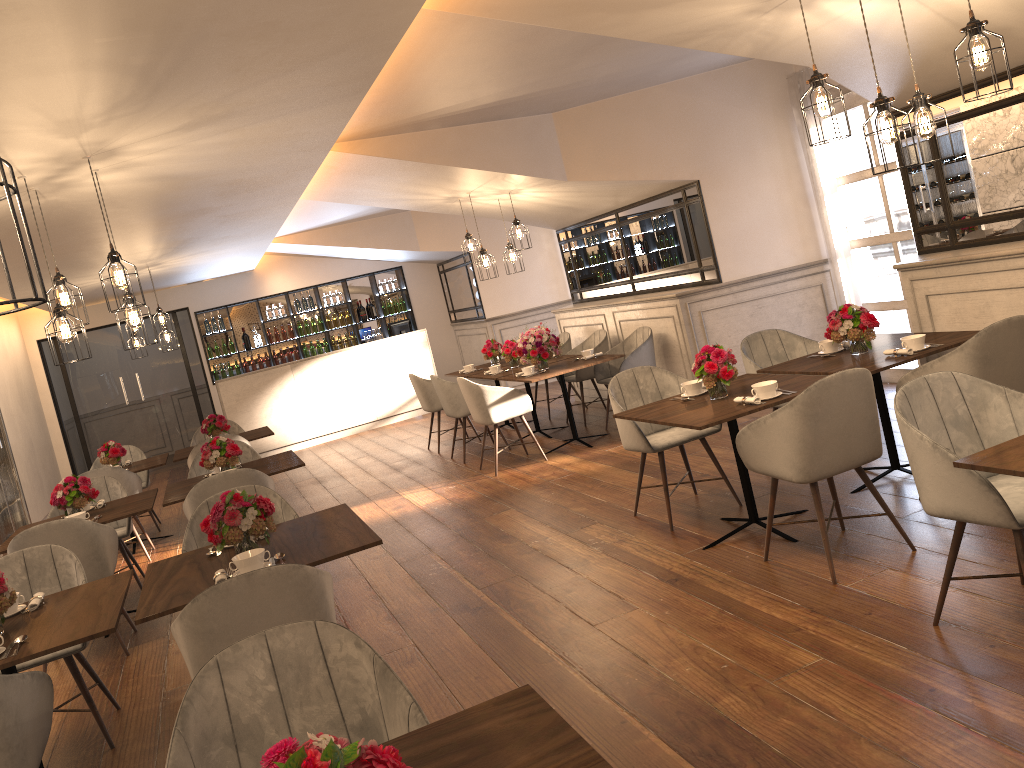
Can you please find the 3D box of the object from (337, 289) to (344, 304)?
[{"bbox_3d":[-2.758,-1.408,14.203,0.070,0.235,0.041,-15,3,-20],"label":"object"}]

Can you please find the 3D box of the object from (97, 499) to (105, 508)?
[{"bbox_3d":[-2.814,0.820,6.061,0.056,0.039,0.175,-15,6,-19],"label":"object"}]

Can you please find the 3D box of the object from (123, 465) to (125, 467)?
[{"bbox_3d":[-3.676,0.765,8.395,0.025,0.024,0.192,-15,7,-19],"label":"object"}]

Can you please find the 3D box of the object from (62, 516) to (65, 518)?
[{"bbox_3d":[-3.012,0.890,5.968,0.043,0.015,0.197,-16,7,-22],"label":"object"}]

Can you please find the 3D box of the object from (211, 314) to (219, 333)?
[{"bbox_3d":[-4.562,-0.938,13.549,0.075,0.309,0.075,-12,4,24],"label":"object"}]

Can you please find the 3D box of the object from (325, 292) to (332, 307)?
[{"bbox_3d":[-2.941,-1.356,14.136,0.070,0.235,0.041,-15,3,-20],"label":"object"}]

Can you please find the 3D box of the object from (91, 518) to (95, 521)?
[{"bbox_3d":[-2.615,0.853,5.513,0.022,0.004,0.211,-16,7,-18],"label":"object"}]

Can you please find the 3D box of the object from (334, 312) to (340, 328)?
[{"bbox_3d":[-2.818,-1.026,14.203,0.066,0.260,0.065,-16,4,-40],"label":"object"}]

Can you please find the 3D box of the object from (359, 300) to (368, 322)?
[{"bbox_3d":[-2.422,-1.185,14.324,0.103,0.358,0.105,-11,4,33],"label":"object"}]

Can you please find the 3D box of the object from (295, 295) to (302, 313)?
[{"bbox_3d":[-3.382,-1.271,13.977,0.075,0.309,0.075,-13,3,13],"label":"object"}]

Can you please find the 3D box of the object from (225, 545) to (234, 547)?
[{"bbox_3d":[-1.222,0.669,3.901,0.149,0.072,0.147,-19,8,-41],"label":"object"}]

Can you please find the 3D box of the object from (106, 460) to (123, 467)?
[{"bbox_3d":[-3.757,0.762,8.376,0.148,0.072,0.149,-13,6,4],"label":"object"}]

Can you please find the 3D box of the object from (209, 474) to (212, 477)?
[{"bbox_3d":[-2.137,0.650,6.277,0.022,0.004,0.211,-16,7,-18],"label":"object"}]

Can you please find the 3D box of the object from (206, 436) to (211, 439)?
[{"bbox_3d":[-2.918,0.525,8.680,0.148,0.072,0.149,-13,6,4],"label":"object"}]

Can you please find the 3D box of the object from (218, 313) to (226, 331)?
[{"bbox_3d":[-4.467,-0.965,13.584,0.074,0.309,0.076,-12,4,28],"label":"object"}]

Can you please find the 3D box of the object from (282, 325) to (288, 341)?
[{"bbox_3d":[-3.582,-0.810,13.926,0.066,0.260,0.065,-16,4,-40],"label":"object"}]

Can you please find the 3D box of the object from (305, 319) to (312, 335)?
[{"bbox_3d":[-3.243,-0.907,14.049,0.066,0.262,0.065,-16,4,-40],"label":"object"}]

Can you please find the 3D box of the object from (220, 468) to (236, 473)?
[{"bbox_3d":[-1.846,0.604,5.764,0.147,0.072,0.149,-11,6,23],"label":"object"}]

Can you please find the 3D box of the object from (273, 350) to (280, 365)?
[{"bbox_3d":[-3.699,-0.402,13.873,0.066,0.260,0.065,-16,4,-40],"label":"object"}]

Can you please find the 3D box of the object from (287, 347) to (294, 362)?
[{"bbox_3d":[-3.498,-0.459,13.946,0.066,0.260,0.065,-16,4,-40],"label":"object"}]

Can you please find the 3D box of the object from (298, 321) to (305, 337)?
[{"bbox_3d":[-3.343,-0.877,14.013,0.066,0.260,0.065,-16,4,-40],"label":"object"}]

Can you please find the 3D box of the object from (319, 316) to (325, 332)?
[{"bbox_3d":[-3.041,-0.964,14.123,0.066,0.262,0.065,-16,4,-40],"label":"object"}]

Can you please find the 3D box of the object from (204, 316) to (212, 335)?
[{"bbox_3d":[-4.658,-0.911,13.515,0.075,0.309,0.075,-13,3,6],"label":"object"}]

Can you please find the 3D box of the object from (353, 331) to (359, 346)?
[{"bbox_3d":[-2.531,-0.732,14.296,0.066,0.260,0.065,-16,4,-40],"label":"object"}]

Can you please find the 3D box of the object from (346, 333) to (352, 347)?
[{"bbox_3d":[-2.632,-0.703,14.260,0.066,0.260,0.065,-16,4,-40],"label":"object"}]

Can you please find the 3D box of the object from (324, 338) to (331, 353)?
[{"bbox_3d":[-2.956,-0.612,14.143,0.066,0.260,0.065,-16,4,-40],"label":"object"}]

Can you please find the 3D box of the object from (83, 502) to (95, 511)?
[{"bbox_3d":[-2.922,0.833,6.022,0.147,0.072,0.149,-11,6,23],"label":"object"}]

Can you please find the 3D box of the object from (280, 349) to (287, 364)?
[{"bbox_3d":[-3.598,-0.430,13.910,0.066,0.260,0.065,-16,4,-40],"label":"object"}]

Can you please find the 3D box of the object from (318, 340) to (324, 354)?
[{"bbox_3d":[-3.057,-0.583,14.106,0.066,0.260,0.065,-16,4,-40],"label":"object"}]

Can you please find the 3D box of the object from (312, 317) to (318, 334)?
[{"bbox_3d":[-3.142,-0.935,14.086,0.066,0.262,0.065,-16,4,-40],"label":"object"}]

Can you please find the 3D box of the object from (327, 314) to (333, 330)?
[{"bbox_3d":[-2.919,-0.997,14.167,0.066,0.260,0.065,-16,4,-40],"label":"object"}]

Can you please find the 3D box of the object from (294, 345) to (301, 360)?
[{"bbox_3d":[-3.397,-0.487,13.983,0.066,0.260,0.065,-16,4,-40],"label":"object"}]

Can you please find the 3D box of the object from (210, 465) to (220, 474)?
[{"bbox_3d":[-2.083,0.596,6.326,0.147,0.072,0.149,-11,6,23],"label":"object"}]

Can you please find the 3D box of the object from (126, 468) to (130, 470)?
[{"bbox_3d":[-3.424,0.770,7.869,0.043,0.015,0.197,-15,7,-15],"label":"object"}]

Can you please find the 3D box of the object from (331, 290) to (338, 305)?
[{"bbox_3d":[-2.849,-1.382,14.169,0.070,0.235,0.041,-15,3,-20],"label":"object"}]

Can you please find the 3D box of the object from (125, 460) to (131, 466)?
[{"bbox_3d":[-3.649,0.749,8.415,0.056,0.039,0.175,-15,6,-19],"label":"object"}]

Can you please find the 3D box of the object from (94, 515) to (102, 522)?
[{"bbox_3d":[-2.582,0.839,5.518,0.043,0.015,0.197,-16,7,-22],"label":"object"}]

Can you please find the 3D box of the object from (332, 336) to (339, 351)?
[{"bbox_3d":[-2.834,-0.646,14.187,0.066,0.260,0.065,-16,4,-40],"label":"object"}]

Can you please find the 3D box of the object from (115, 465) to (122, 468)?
[{"bbox_3d":[-3.521,0.770,7.814,0.147,0.072,0.149,-11,6,23],"label":"object"}]

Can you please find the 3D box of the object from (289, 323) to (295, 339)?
[{"bbox_3d":[-3.481,-0.838,13.963,0.066,0.260,0.065,-16,4,-40],"label":"object"}]

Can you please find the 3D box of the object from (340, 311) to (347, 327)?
[{"bbox_3d":[-2.717,-1.054,14.240,0.066,0.260,0.065,-16,4,-40],"label":"object"}]

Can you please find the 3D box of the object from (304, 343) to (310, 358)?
[{"bbox_3d":[-3.259,-0.526,14.033,0.066,0.260,0.065,-16,4,-40],"label":"object"}]

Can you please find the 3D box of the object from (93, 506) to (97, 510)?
[{"bbox_3d":[-2.840,0.836,6.041,0.025,0.024,0.192,-15,7,-19],"label":"object"}]

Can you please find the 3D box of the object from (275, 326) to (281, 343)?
[{"bbox_3d":[-3.683,-0.781,13.890,0.066,0.260,0.065,-16,4,-40],"label":"object"}]

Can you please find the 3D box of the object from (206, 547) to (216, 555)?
[{"bbox_3d":[-1.312,0.726,3.847,0.043,0.015,0.197,-16,7,-22],"label":"object"}]

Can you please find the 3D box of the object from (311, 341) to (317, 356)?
[{"bbox_3d":[-3.158,-0.555,14.070,0.066,0.260,0.065,-16,4,-40],"label":"object"}]

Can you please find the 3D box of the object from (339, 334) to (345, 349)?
[{"bbox_3d":[-2.733,-0.675,14.223,0.066,0.260,0.065,-16,4,-40],"label":"object"}]

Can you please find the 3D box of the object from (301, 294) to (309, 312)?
[{"bbox_3d":[-3.287,-1.298,14.011,0.075,0.309,0.075,-14,3,-8],"label":"object"}]

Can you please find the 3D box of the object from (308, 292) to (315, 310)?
[{"bbox_3d":[-3.191,-1.325,14.046,0.075,0.309,0.075,-14,3,-8],"label":"object"}]

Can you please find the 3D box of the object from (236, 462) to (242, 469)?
[{"bbox_3d":[-1.975,0.583,6.365,0.056,0.039,0.175,-15,6,-19],"label":"object"}]

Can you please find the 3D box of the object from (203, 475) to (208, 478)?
[{"bbox_3d":[-2.173,0.653,6.272,0.043,0.015,0.197,-16,7,-22],"label":"object"}]

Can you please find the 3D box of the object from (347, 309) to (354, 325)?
[{"bbox_3d":[-2.616,-1.082,14.276,0.066,0.260,0.065,-16,4,-40],"label":"object"}]

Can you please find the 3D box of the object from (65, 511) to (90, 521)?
[{"bbox_3d":[-2.685,0.841,5.460,0.147,0.072,0.149,-11,6,23],"label":"object"}]
